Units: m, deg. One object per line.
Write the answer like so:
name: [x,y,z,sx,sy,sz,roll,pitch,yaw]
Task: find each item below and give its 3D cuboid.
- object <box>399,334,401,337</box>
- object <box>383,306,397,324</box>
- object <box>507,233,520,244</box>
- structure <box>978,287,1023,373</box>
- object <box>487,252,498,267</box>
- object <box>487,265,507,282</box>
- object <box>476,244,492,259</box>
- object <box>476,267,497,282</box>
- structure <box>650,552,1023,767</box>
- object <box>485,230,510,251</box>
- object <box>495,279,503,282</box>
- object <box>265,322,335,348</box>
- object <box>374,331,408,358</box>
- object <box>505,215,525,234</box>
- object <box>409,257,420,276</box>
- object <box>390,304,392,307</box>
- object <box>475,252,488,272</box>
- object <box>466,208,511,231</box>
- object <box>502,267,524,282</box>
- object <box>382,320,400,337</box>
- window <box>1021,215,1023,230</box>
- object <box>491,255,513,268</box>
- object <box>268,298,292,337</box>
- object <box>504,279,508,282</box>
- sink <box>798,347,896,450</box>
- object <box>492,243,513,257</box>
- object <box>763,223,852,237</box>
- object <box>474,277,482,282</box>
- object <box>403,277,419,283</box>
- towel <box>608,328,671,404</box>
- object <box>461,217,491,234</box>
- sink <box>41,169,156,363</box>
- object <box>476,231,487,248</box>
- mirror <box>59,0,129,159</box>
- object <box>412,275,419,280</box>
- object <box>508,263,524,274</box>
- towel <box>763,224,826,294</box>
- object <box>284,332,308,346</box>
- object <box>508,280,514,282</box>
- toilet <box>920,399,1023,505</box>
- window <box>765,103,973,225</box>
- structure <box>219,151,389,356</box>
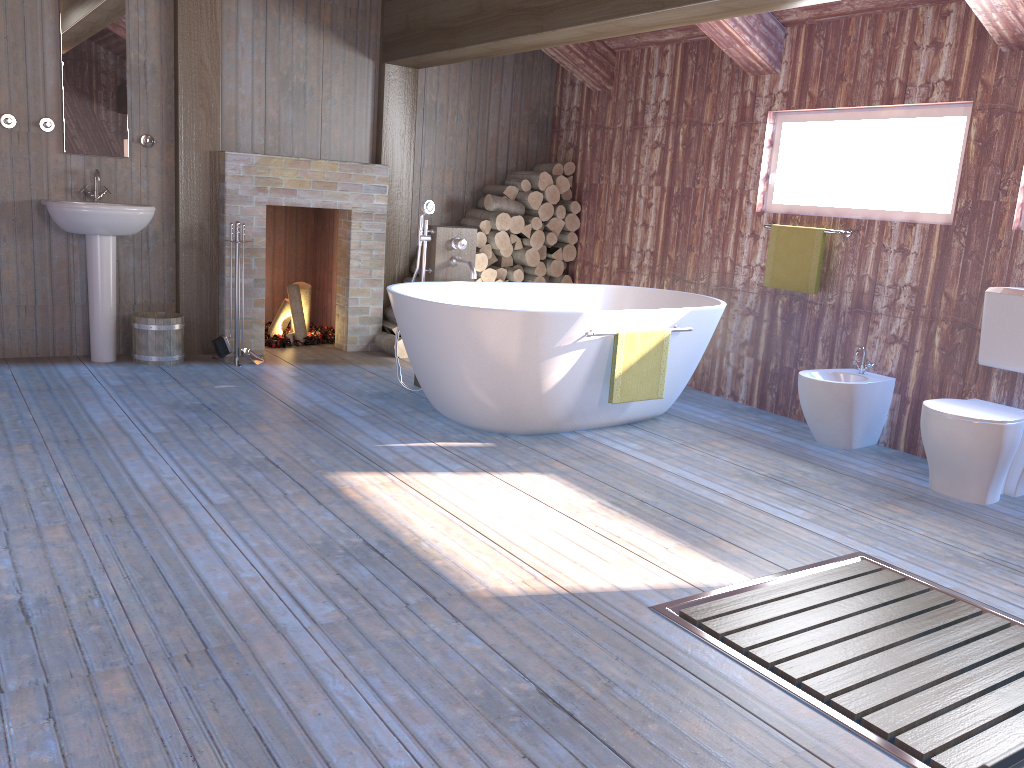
object: [-0.742,-0.378,6.387,0.150,0.159,0.483,-4,14,-34]
object: [-0.830,-0.486,6.406,0.114,0.120,0.303,-4,14,-33]
object: [-0.053,-1.107,6.692,0.088,0.092,0.280,-4,14,-33]
structure: [2.300,-0.236,3.951,0.182,0.363,0.358,-4,14,-33]
object: [-0.242,-0.969,6.720,0.128,0.150,0.323,-4,14,-33]
object: [-0.165,-0.840,6.691,0.114,0.120,0.303,-4,14,-33]
object: [-0.275,-0.995,6.583,0.111,0.113,0.301,-4,14,-34]
object: [-0.291,-0.826,6.624,0.139,0.148,0.458,-4,14,-33]
structure: [1.092,0.757,2.480,1.000,0.067,1.000,-4,14,-34]
object: [-0.195,-1.085,6.600,0.141,0.143,0.437,-4,15,-35]
object: [-0.216,-0.762,6.667,0.098,0.100,0.437,-4,15,-35]
object: [-1.739,-0.398,6.750,0.935,0.085,0.829,13,15,37]
object: [-0.882,-0.289,6.327,0.141,0.143,0.437,-4,15,-35]
object: [-0.083,-1.214,6.650,0.138,0.147,0.440,-4,14,-33]
object: [-0.572,-0.832,6.424,0.139,0.137,0.455,-4,15,-35]
object: [-0.788,-0.578,6.405,0.085,0.091,0.280,-4,14,-34]
object: [-0.348,-0.924,6.540,0.138,0.147,0.440,-4,14,-33]
object: [-0.178,-1.221,6.583,0.135,0.145,0.439,-4,14,-33]
object: [-0.077,-0.848,6.743,0.098,0.100,0.437,-4,15,-35]
object: [-0.882,-0.400,6.394,0.099,0.093,0.280,-4,14,-32]
window: [2.731,-0.867,3.553,0.054,0.587,1.255,-4,14,-33]
object: [-0.120,-0.963,6.808,0.104,0.127,0.321,-4,14,-33]
object: [-1.700,-0.480,6.565,0.221,0.306,0.121,3,12,-7]
object: [-0.143,-0.766,6.724,0.086,0.089,0.279,-4,15,-35]
sink: [1.703,0.069,4.602,0.515,0.517,0.335,-4,14,-33]
object: [-0.117,-1.027,6.666,0.115,0.123,0.291,-4,14,-32]
object: [1.640,-0.872,4.998,0.091,0.043,0.581,-4,14,-33]
object: [-0.404,-0.729,6.583,0.155,0.174,0.483,-4,15,-35]
object: [-0.692,-0.712,6.426,0.101,0.103,0.242,-4,14,-33]
towel: [0.633,-0.092,4.377,0.370,0.361,0.032,-5,15,-37]
object: [-0.264,-1.170,6.543,0.106,0.112,0.282,-4,14,-33]
sink: [-2.417,-0.683,5.243,0.582,1.143,0.475,-4,14,-34]
object: [-0.307,-1.075,6.520,0.115,0.123,0.291,-4,14,-32]
mirror: [-2.431,-1.944,5.164,0.350,1.199,0.009,-4,14,-34]
object: [-0.579,-0.702,6.439,0.137,0.133,0.437,-4,15,-35]
object: [-0.038,-0.885,6.884,0.116,0.118,0.289,-5,15,-36]
towel: [1.596,-0.708,5.017,0.032,0.361,0.370,-4,14,-33]
object: [-1.582,-0.345,6.487,0.085,0.084,0.278,7,12,12]
object: [-0.053,-0.758,6.789,0.111,0.113,0.301,-4,15,-35]
toilet: [2.029,0.299,3.913,0.534,0.400,0.375,-4,14,-33]
window: [1.901,-1.194,4.816,0.054,0.587,1.255,-4,14,-33]
structure: [-1.423,-0.858,6.045,1.130,1.330,0.226,-4,14,-34]
